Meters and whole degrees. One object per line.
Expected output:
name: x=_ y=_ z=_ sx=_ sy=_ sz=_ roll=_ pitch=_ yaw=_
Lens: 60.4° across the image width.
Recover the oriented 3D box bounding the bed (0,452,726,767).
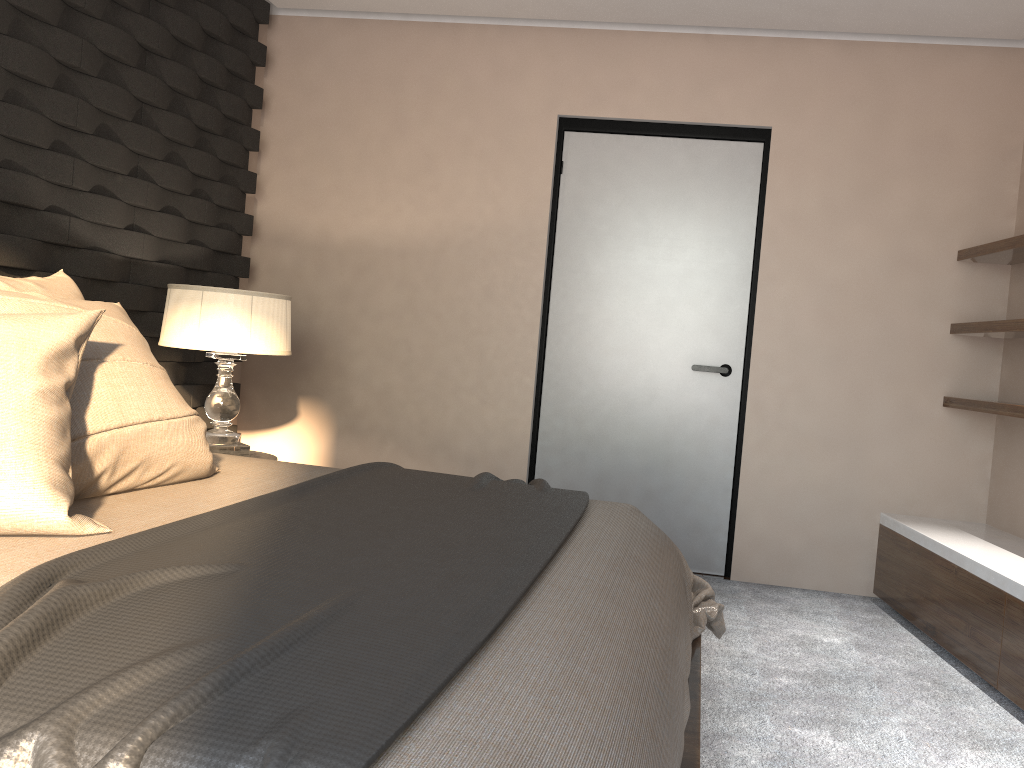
bed: x=-0.683 y=0.542 z=1.791 sx=2.262 sy=0.624 sz=2.326 roll=5 pitch=2 yaw=10

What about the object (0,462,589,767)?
object: x=-0.223 y=0.406 z=1.737 sx=0.609 sy=0.322 sz=2.083 roll=6 pitch=3 yaw=11

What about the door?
door: x=0.630 y=-0.182 z=4.179 sx=0.986 sy=2.092 sz=0.156 roll=5 pitch=1 yaw=7

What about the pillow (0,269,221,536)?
pillow: x=-1.027 y=-0.048 z=1.779 sx=0.884 sy=0.518 sz=1.281 roll=6 pitch=2 yaw=12

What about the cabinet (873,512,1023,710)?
cabinet: x=1.752 y=0.874 z=1.725 sx=0.451 sy=0.369 sz=4.562 roll=5 pitch=3 yaw=3

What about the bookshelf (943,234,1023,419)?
bookshelf: x=1.928 y=0.101 z=1.692 sx=0.231 sy=1.202 sz=4.522 roll=5 pitch=2 yaw=3

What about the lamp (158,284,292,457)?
lamp: x=-1.090 y=-0.040 z=3.339 sx=0.488 sy=0.630 sz=0.444 roll=4 pitch=2 yaw=-29

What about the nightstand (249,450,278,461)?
nightstand: x=-1.154 y=0.507 z=3.345 sx=0.655 sy=0.472 sz=0.587 roll=3 pitch=3 yaw=-42
